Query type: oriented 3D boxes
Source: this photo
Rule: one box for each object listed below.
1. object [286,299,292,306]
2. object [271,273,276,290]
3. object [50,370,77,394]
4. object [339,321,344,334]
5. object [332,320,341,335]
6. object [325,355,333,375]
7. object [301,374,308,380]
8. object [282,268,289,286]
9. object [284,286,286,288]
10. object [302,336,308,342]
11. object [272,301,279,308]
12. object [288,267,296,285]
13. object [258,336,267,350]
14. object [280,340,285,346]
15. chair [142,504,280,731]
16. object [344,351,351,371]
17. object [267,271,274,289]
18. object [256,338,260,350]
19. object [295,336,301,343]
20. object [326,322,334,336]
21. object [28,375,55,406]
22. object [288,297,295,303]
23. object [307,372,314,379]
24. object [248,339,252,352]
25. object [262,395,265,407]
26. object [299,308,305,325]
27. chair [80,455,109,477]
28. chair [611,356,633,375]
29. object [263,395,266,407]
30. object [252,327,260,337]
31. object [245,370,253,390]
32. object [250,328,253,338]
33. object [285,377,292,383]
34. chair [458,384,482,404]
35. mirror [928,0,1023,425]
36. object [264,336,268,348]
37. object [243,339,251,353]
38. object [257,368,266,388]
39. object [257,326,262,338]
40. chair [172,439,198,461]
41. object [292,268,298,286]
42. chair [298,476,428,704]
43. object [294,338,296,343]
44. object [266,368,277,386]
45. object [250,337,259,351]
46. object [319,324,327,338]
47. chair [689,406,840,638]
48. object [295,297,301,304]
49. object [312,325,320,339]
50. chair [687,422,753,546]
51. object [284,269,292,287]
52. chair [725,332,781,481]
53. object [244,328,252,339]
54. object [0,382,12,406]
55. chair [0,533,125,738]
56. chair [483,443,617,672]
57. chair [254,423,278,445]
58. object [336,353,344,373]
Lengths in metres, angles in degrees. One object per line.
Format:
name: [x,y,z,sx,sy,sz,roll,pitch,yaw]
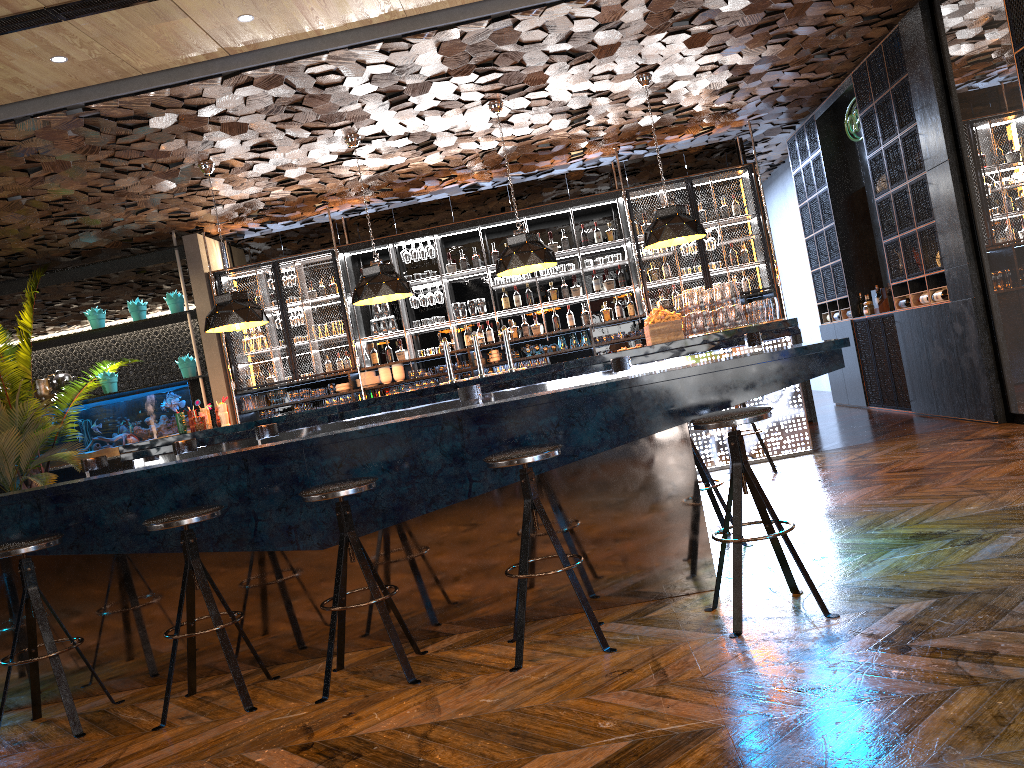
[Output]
object: [-2.795,-1.023,11.141,0.077,0.080,0.077,-11,0,-31]
object: [-2.981,-1.290,11.127,0.081,0.213,0.081,-11,0,9]
object: [-5.686,-0.033,11.238,0.278,0.292,0.290,-11,0,41]
object: [-2.148,-0.692,11.063,0.092,0.182,0.092,-11,0,-1]
object: [-2.164,-0.689,10.969,0.092,0.182,0.092,-11,0,-1]
object: [-2.283,-0.233,11.041,0.075,0.261,0.075,-11,0,-37]
object: [-2.591,-0.084,11.077,0.077,0.080,0.077,-11,0,-31]
object: [-2.811,-1.322,10.972,0.081,0.213,0.081,-11,0,9]
object: [-2.886,-1.308,11.121,0.081,0.213,0.081,-11,0,9]
object: [-2.593,-0.556,11.119,0.077,0.080,0.077,-11,0,-1]
object: [-2.947,-0.995,11.064,0.077,0.080,0.077,-11,0,-6]
object: [-2.722,-1.339,10.966,0.081,0.213,0.081,-11,0,9]
object: [-3.119,-0.508,11.065,0.092,0.182,0.092,-11,0,-1]
object: [-2.858,-0.506,11.070,0.077,0.080,0.077,-11,0,15]
chair: [-1.290,0.923,3.680,0.419,0.813,0.419,-11,0,-1]
object: [-2.047,-0.279,11.027,0.075,0.260,0.075,-11,0,-37]
object: [-2.989,-1.288,10.983,0.081,0.213,0.081,-11,0,9]
object: [-3.217,-0.490,11.177,0.092,0.182,0.092,-11,0,-1]
object: [-2.643,-0.546,10.965,0.077,0.080,0.077,-11,0,-1]
object: [-2.255,-0.672,10.996,0.092,0.182,0.092,-11,0,-1]
object: [-6.015,0.109,11.353,0.378,0.398,0.232,-11,0,34]
object: [-2.724,-1.036,10.986,0.077,0.080,0.077,-11,0,39]
object: [-2.504,-0.100,11.016,0.077,0.080,0.077,-11,0,-8]
object: [-3.322,-0.470,11.191,0.092,0.182,0.092,-11,0,-1]
object: [-3.114,0.220,11.054,0.051,0.152,0.058,-11,0,30]
object: [-2.620,-0.849,11.111,0.081,0.213,0.081,-11,0,9]
chair: [-3.265,1.134,7.408,0.476,1.108,0.419,-11,0,4]
chair: [0.824,0.361,7.108,0.476,1.108,0.419,-11,0,19]
object: [-3.125,0.221,11.114,0.051,0.152,0.058,-11,0,28]
object: [-3.203,-0.678,11.085,0.092,0.182,0.092,-11,0,-1]
object: [-3.298,-0.042,11.106,0.075,0.261,0.075,-11,0,-37]
object: [-3.302,-0.660,11.181,0.092,0.182,0.092,-11,0,-1]
object: [-2.773,-0.049,11.014,0.077,0.080,0.077,-11,0,43]
chair: [-0.372,0.588,7.137,0.476,1.108,0.419,-11,0,19]
mirror: [3.684,-1.421,6.635,0.026,3.551,1.194,-11,0,4]
object: [-3.124,-0.508,11.162,0.092,0.182,0.092,-11,0,-1]
object: [-3.319,-0.471,11.088,0.092,0.182,0.092,-11,0,-1]
object: [-3.136,-0.073,11.069,0.075,0.260,0.075,-11,0,38]
object: [-3.202,-0.679,11.164,0.092,0.182,0.092,-11,0,-1]
chair: [-2.465,0.983,7.291,0.476,1.108,0.419,-11,0,4]
object: [-2.713,-1.341,11.110,0.081,0.213,0.081,-11,0,9]
chair: [-0.639,0.800,3.637,0.419,0.813,0.419,-11,0,-1]
object: [-2.696,-0.537,11.119,0.077,0.080,0.077,-11,0,-32]
object: [-2.999,-0.089,11.070,0.108,0.244,0.108,-11,0,17]
object: [-3.217,-0.490,11.082,0.092,0.182,0.092,-11,0,-1]
object: [-2.360,-0.652,11.080,0.092,0.182,0.092,-11,0,-1]
chair: [0.934,0.503,3.489,0.419,0.813,0.419,-11,0,-1]
object: [-2.688,-1.044,11.144,0.077,0.080,0.077,-11,0,39]
object: [-2.421,-0.640,10.983,0.092,0.182,0.092,-11,0,-1]
chair: [0.986,0.488,4.865,0.419,0.813,0.419,-11,0,-1]
object: [-2.802,-1.324,11.116,0.081,0.213,0.081,-11,0,9]
chair: [1.857,0.166,7.108,0.476,1.108,0.419,-11,0,14]
object: [-3.303,-0.659,11.083,0.092,0.182,0.092,-11,0,-1]
object: [-6.492,0.166,11.382,0.458,0.472,0.250,-11,0,30]
chair: [-2.007,1.058,3.764,0.419,0.813,0.419,-11,0,-1]
chair: [0.115,0.657,3.575,0.419,0.813,0.419,-11,0,-1]
chair: [-1.742,0.847,7.125,0.476,1.108,0.419,-11,0,4]
object: [-2.147,-0.260,11.054,0.075,0.260,0.075,-11,0,-37]
